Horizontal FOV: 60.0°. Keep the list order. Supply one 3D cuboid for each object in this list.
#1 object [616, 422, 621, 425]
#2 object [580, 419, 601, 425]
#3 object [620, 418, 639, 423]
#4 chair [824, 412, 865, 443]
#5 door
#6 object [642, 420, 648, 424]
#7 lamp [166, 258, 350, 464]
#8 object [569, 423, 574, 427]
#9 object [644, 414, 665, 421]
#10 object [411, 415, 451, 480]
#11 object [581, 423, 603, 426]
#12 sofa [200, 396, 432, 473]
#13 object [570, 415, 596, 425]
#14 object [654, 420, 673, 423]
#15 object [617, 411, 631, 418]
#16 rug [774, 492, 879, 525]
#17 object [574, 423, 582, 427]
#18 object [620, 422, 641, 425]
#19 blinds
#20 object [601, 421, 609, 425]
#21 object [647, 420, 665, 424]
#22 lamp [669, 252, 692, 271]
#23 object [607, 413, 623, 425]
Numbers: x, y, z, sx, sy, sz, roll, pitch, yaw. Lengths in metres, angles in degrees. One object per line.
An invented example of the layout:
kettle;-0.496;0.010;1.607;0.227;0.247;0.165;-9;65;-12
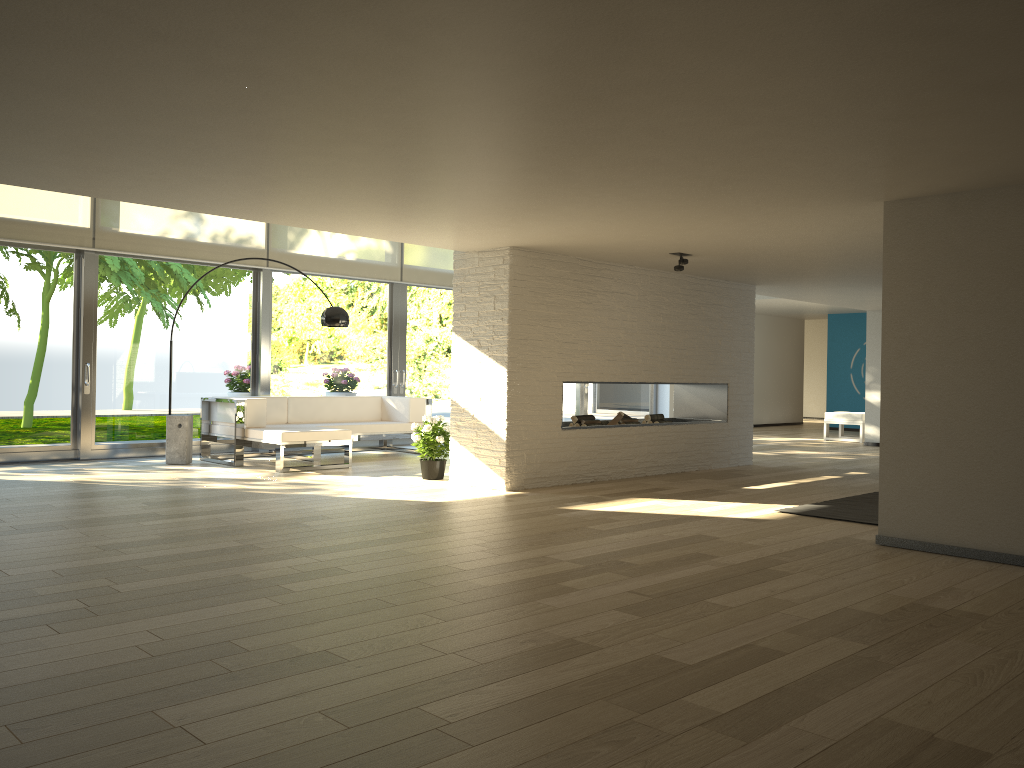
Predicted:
object;1.089;0.403;8.668;0.076;0.076;0.236;1;0;44
object;0.736;0.359;8.265;0.229;0.060;0.064;1;0;-43
object;1.143;0.363;8.663;0.229;0.060;0.064;1;0;-43
chair;5.286;0.666;13.794;0.610;0.442;0.611;1;0;-44
door;0.447;-0.203;11.996;22.945;2.374;19.442;0;1;-44
object;1.431;0.405;9.105;0.075;0.074;0.245;1;0;44
lamp;-2.468;-0.222;8.627;1.753;2.024;0.282;1;0;-2
object;0.639;0.398;8.333;0.075;0.074;0.245;1;0;44
object;1.458;0.342;9.075;0.082;0.073;0.237;1;1;45
object;-0.681;0.557;7.816;0.430;0.571;0.405;1;0;-22
object;0.744;0.401;8.221;0.082;0.073;0.237;1;1;45
sofa;-1.839;0.475;9.389;2.404;0.654;1.546;1;1;-44
object;0.666;0.333;8.308;0.093;0.088;0.260;1;0;44
object;1.536;0.408;8.994;0.082;0.073;0.237;1;1;45
object;1.145;0.355;8.774;0.093;0.170;0.271;1;0;44
rug;2.895;0.903;6.560;1.998;0.011;0.979;0;1;-44
object;0.681;0.400;8.271;0.076;0.076;0.236;1;0;44
object;1.151;0.405;8.619;0.082;0.073;0.237;1;1;45
blinds;-1.416;-1.770;11.296;11.528;0.984;0.056;0;0;-44
object;0.884;0.400;8.623;0.075;0.074;0.245;1;0;24
object;1.473;0.407;9.044;0.076;0.076;0.236;1;0;44
lamp;1.400;-1.003;7.363;0.234;0.153;0.135;1;0;-44
object;0.979;0.357;8.542;0.064;0.165;0.225;1;0;45
